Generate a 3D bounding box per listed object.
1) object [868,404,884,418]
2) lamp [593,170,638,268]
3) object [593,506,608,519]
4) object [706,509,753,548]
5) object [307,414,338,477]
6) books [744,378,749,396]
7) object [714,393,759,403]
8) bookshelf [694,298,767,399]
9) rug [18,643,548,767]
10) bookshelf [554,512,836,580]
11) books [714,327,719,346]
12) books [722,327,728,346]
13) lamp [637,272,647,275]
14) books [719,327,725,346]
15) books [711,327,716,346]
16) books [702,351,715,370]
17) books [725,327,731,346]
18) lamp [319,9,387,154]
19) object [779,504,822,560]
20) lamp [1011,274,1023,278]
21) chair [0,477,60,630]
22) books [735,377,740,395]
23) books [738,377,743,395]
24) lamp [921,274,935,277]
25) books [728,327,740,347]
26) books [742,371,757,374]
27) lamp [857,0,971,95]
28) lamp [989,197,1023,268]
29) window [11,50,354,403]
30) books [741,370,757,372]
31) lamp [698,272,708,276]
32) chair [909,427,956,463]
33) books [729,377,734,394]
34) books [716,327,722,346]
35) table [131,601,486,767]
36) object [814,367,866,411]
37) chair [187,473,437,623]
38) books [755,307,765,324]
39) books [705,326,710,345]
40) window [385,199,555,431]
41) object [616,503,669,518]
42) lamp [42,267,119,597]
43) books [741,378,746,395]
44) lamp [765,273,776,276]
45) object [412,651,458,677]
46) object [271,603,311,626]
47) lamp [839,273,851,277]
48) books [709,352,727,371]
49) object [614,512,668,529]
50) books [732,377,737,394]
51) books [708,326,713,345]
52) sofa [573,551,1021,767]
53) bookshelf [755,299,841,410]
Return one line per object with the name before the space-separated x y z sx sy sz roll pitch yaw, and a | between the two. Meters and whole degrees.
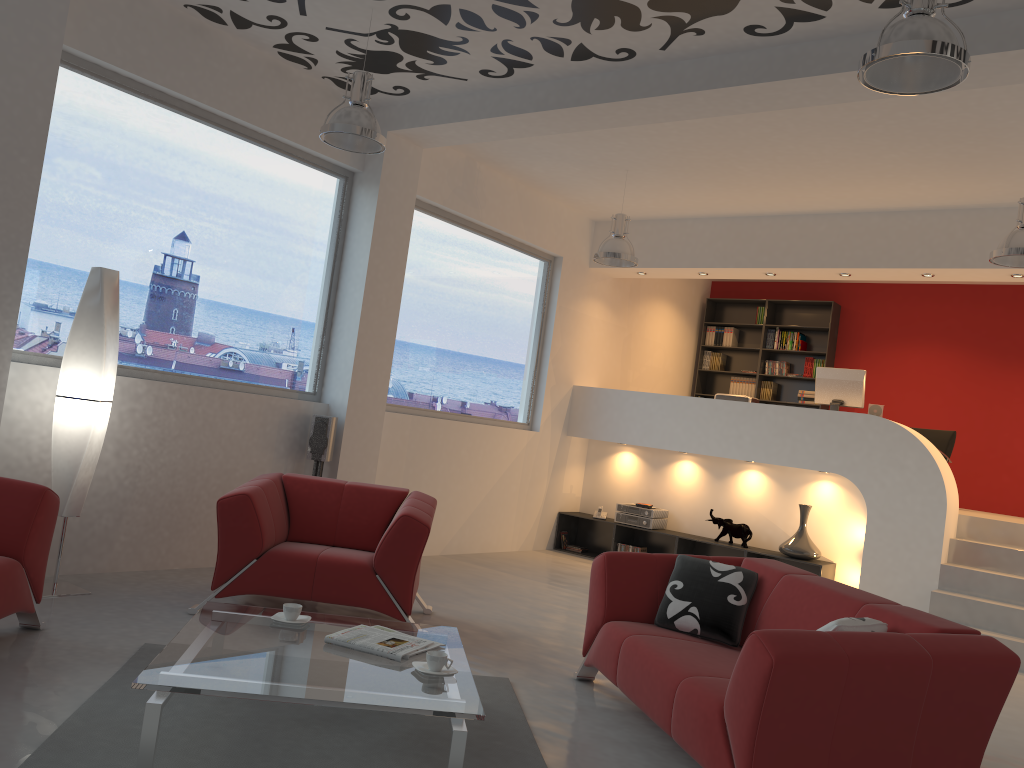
object | 3.361 0.265 8.198 0.133 0.147 0.151 7 -3 21
lamp | 0.923 -1.419 7.490 0.379 0.800 0.379 7 -3 8
object | 0.918 1.327 9.172 0.130 0.117 0.146 7 -3 13
object | 2.071 1.371 8.438 0.191 0.296 0.507 10 -3 -37
object | -1.438 0.784 6.465 0.214 1.112 0.229 8 -3 2
books | 3.005 0.065 11.220 0.040 0.260 0.200 6 -3 37
object | 2.318 0.233 9.019 0.397 0.217 0.458 6 -3 37
bookshelf | 2.790 0.028 11.344 0.816 2.213 0.305 6 -3 37
rug | -0.731 1.291 3.339 1.700 0.025 1.700 8 -3 -8
bookshelf | 1.680 1.677 8.653 2.764 0.397 0.405 6 -3 37
books | 2.697 -0.601 11.549 0.040 0.260 0.200 6 -3 37
books | 2.794 -0.591 11.475 0.040 0.260 0.200 6 -3 37
lamp | 1.363 -1.160 9.330 0.105 0.011 0.105 6 -4 41
books | 2.761 -0.595 11.500 0.040 0.260 0.200 6 -3 37
books | 2.665 -0.604 11.573 0.040 0.260 0.200 6 -3 37
books | 2.582 -0.293 11.604 0.090 0.256 0.181 6 -3 37
books | 2.826 -0.588 11.451 0.040 0.260 0.200 6 -3 37
lamp | -0.858 -1.776 5.103 0.379 0.800 0.379 9 -3 -24
object | 2.620 1.332 8.004 0.369 0.481 0.369 8 -3 2
lamp | 4.123 -0.879 7.228 0.105 0.011 0.105 7 -3 26
chair | -2.508 0.685 3.473 0.951 0.738 1.288 8 -3 -3
books | 2.908 0.055 11.293 0.040 0.260 0.200 6 -3 37
books | 2.940 0.058 11.269 0.040 0.260 0.200 6 -3 37
lamp | 3.584 -0.934 7.639 0.105 0.011 0.105 7 -3 26
books | 2.858 -0.585 11.426 0.040 0.260 0.200 6 -3 37
books | 3.037 -0.140 11.252 0.190 0.015 0.135 6 -3 37
lamp | 1.528 -1.533 3.285 0.379 0.800 0.379 6 -3 30
lamp | 3.309 -1.176 5.672 0.379 0.800 0.379 7 -3 8
window | -2.095 -0.893 5.902 0.100 1.800 2.400 6 -3 37
books | 3.024 -0.156 11.264 0.190 0.015 0.135 6 -3 37
lamp | 1.919 -1.104 8.907 0.105 0.011 0.105 7 -3 26
chair | 4.067 0.817 9.163 0.768 0.795 0.664 10 -3 -33
books | 2.844 0.048 11.342 0.040 0.260 0.200 6 -3 37
books | 2.729 -0.598 11.525 0.040 0.260 0.200 6 -3 37
table | -0.723 1.146 3.344 1.097 0.286 1.162 8 -3 -8
object | 3.091 0.081 8.364 0.458 0.452 0.230 6 -3 37
chair | -1.068 0.964 5.195 1.288 0.738 0.951 8 -3 -3
books | 3.193 -0.842 11.229 0.146 0.240 0.170 6 -3 37
books | 2.601 -0.611 11.622 0.040 0.260 0.200 6 -3 37
window | -0.432 -0.560 8.130 0.100 1.800 2.400 6 -3 37
object | 1.319 1.283 8.988 0.430 0.077 0.349 6 -3 37
lamp | -2.375 0.243 4.877 0.313 1.779 0.313 6 -3 29
books | 2.973 0.062 11.244 0.040 0.260 0.200 6 -3 37
lamp | 2.474 -1.047 8.485 0.105 0.011 0.105 7 -3 26
object | -0.280 1.023 3.253 0.153 0.069 0.153 9 -3 -26
object | -0.917 0.956 3.692 0.153 0.069 0.153 8 -3 4
lamp | 3.029 -0.991 8.062 0.105 0.011 0.105 7 -3 26
books | 2.676 -0.275 11.530 0.146 0.240 0.170 6 -3 37
object | 1.301 1.379 8.977 0.430 0.100 0.365 6 -3 37
books | 2.876 0.052 11.317 0.040 0.260 0.200 6 -3 37
books | 2.633 -0.608 11.598 0.040 0.260 0.200 6 -3 37
sofa | 0.995 1.177 3.690 0.951 0.738 1.929 8 -3 -13
bookshelf | 3.437 0.094 10.851 0.816 2.213 0.305 6 -3 37
